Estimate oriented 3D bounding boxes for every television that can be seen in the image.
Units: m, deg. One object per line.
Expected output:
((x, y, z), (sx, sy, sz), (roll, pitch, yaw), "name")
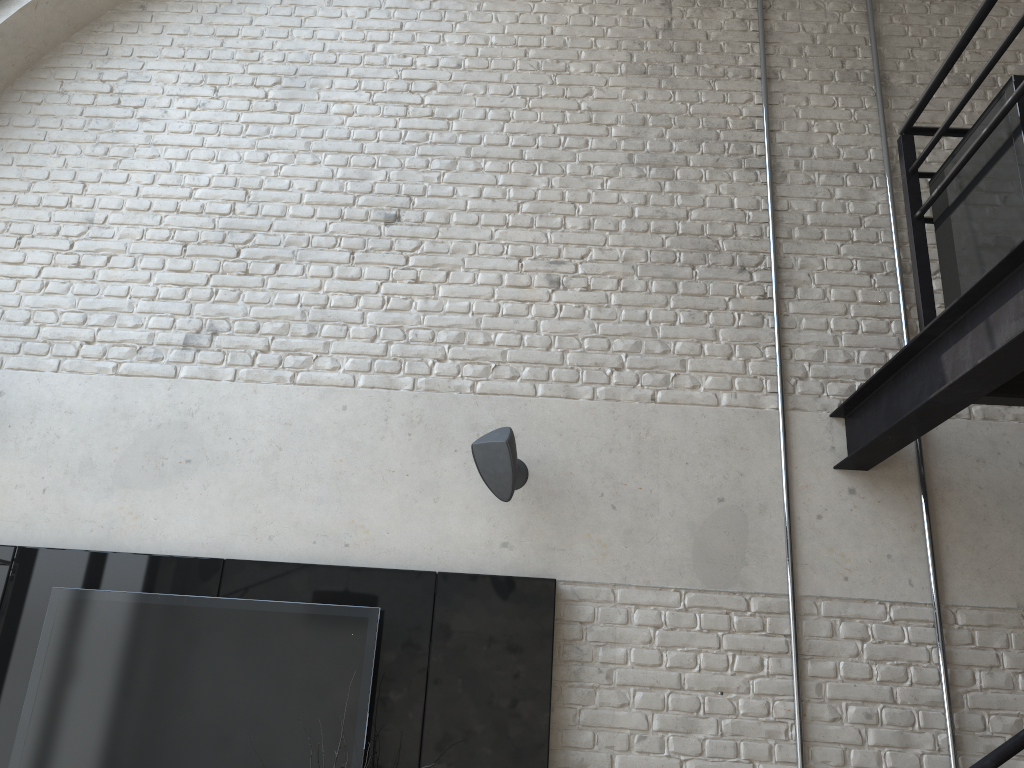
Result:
((-1.197, 1.220, 3.387), (1.318, 0.789, 0.070), (3, -21, 3), "television")

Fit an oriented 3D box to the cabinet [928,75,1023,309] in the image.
((3.050, -0.473, 2.712), (3.180, 0.564, 0.593), (3, -20, 3), "cabinet")

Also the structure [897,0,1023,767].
((2.968, 0.201, 1.115), (3.787, 3.414, 4.682), (3, -20, 3), "structure")

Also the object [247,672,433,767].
((-0.535, 1.342, 2.853), (0.698, 0.799, 0.344), (4, -21, 0), "object")

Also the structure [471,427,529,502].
((-0.034, 0.336, 3.671), (0.177, 0.313, 0.351), (-4, -21, 20), "structure")

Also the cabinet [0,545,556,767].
((-1.430, 1.445, 3.084), (3.106, 1.761, 0.718), (3, -21, 3), "cabinet")
